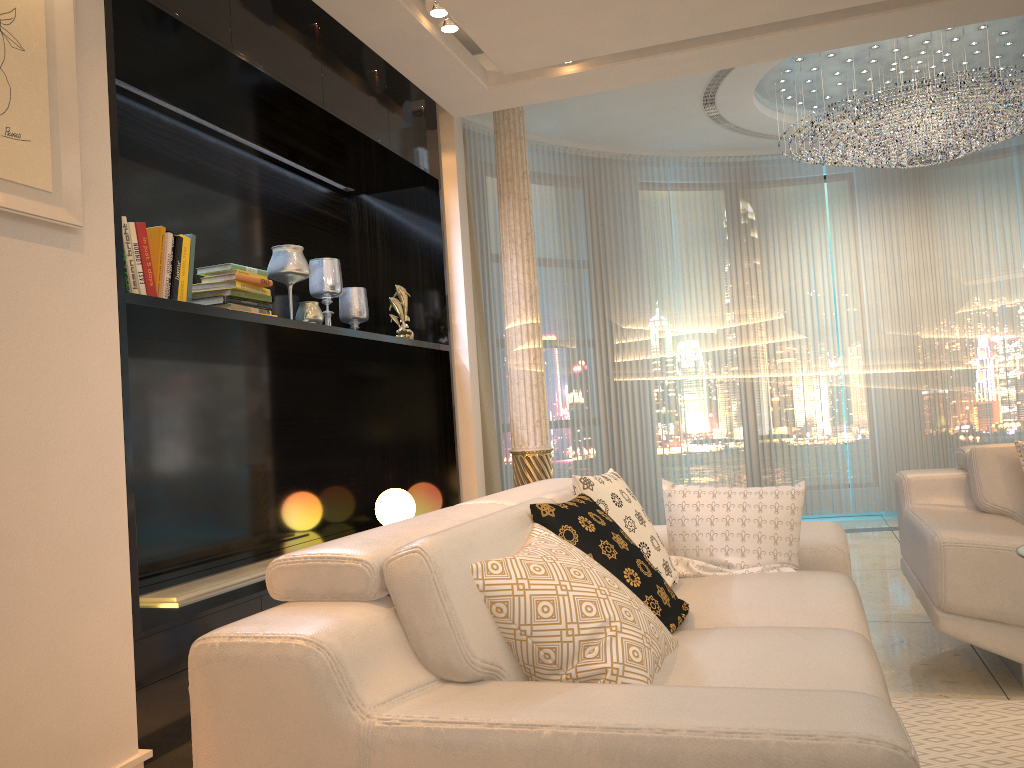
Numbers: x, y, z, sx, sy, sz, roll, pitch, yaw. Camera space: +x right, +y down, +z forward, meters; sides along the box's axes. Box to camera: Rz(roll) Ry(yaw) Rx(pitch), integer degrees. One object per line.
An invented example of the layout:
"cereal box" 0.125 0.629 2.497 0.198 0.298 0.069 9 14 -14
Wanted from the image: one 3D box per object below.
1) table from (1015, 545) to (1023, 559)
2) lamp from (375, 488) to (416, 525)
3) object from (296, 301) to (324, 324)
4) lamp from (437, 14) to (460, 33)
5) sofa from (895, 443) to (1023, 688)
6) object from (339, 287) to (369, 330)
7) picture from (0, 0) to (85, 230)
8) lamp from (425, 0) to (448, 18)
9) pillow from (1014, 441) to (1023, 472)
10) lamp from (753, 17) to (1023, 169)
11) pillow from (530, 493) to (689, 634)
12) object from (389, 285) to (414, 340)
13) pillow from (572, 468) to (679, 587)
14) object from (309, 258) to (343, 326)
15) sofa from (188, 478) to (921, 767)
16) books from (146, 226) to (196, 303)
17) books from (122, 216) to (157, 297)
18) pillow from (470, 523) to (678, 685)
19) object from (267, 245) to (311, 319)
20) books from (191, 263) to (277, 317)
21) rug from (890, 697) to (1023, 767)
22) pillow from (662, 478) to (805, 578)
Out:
"table" 2.201 0.592 1.706 2.140 0.565 0.999 -5 -3 17
"lamp" -0.617 0.658 4.691 0.212 0.214 0.213 -3 -3 -21
"object" -0.904 -0.286 3.964 0.119 0.154 0.119 -5 -3 28
"lamp" -0.270 -1.572 3.795 0.107 0.127 0.107 -4 -3 -1
"sofa" 2.619 0.546 3.009 2.328 0.754 1.145 -5 -3 18
"object" -0.815 -0.333 4.586 0.147 0.317 0.147 -5 -3 20
"picture" -1.250 -0.773 2.058 0.027 0.729 0.610 -5 -3 18
"lamp" -0.306 -1.588 3.671 0.107 0.127 0.107 -4 -3 -1
"pillow" 2.118 0.385 3.237 0.463 0.380 0.222 -5 -3 23
"lamp" 2.678 -1.775 5.763 2.109 0.685 2.109 -2 -3 -27
"pillow" 0.281 0.464 2.349 0.323 0.355 0.524 -5 -3 19
"object" -0.568 -0.353 4.550 0.116 0.293 0.182 -4 -3 15
"pillow" 0.382 0.462 2.798 0.255 0.399 0.526 -5 -3 18
"object" -0.906 -0.393 4.345 0.156 0.426 0.156 -5 -3 23
"sofa" 0.357 0.666 2.384 1.145 0.754 2.328 -5 -3 18
"books" -1.181 -0.368 2.918 0.212 0.261 0.210 -5 -3 18
"books" -1.250 -0.378 2.696 0.208 0.270 0.240 -5 -3 18
"pillow" 0.149 0.487 1.910 0.351 0.329 0.521 -5 -3 18
"object" -0.963 -0.402 3.848 0.181 0.381 0.181 -4 -3 12
"books" -1.063 -0.328 3.345 0.260 0.197 0.296 -5 -3 21
"rug" 2.241 0.885 1.676 2.900 0.020 1.661 -5 -3 18
"pillow" 0.716 0.477 2.992 0.521 0.325 0.281 -5 -3 28
